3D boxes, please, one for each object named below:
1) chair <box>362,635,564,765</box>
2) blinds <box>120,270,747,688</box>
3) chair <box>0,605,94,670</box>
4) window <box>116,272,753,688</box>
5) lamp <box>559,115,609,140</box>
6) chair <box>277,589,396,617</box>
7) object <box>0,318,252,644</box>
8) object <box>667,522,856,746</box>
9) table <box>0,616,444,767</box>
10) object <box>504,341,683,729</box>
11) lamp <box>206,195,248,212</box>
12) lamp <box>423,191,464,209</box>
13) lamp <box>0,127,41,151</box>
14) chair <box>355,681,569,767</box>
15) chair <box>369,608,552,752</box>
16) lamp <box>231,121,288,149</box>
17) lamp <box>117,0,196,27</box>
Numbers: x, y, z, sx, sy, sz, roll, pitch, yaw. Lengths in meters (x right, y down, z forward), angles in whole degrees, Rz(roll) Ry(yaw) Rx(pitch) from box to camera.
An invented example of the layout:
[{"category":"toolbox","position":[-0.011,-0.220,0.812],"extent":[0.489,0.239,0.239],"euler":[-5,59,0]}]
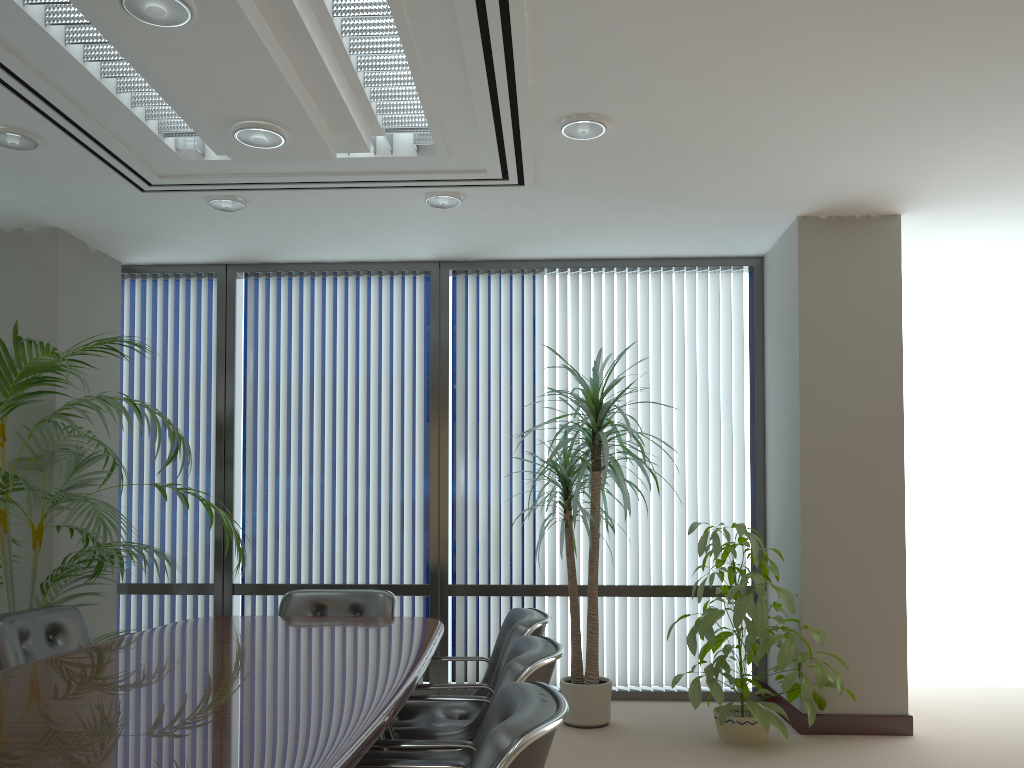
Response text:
[{"category":"chair","position":[-1.086,1.312,3.012],"extent":[2.526,0.854,0.764],"euler":[0,-5,2]},{"category":"blinds","position":[-0.844,0.663,6.247],"extent":[4.928,2.897,0.051],"euler":[0,-2,3]},{"category":"chair","position":[-1.841,1.435,3.894],"extent":[0.852,0.854,0.764],"euler":[-1,-5,8]},{"category":"window","position":[-2.237,0.501,5.032],"extent":[7.400,2.895,3.546],"euler":[6,-8,-42]},{"category":"lamp","position":[0.323,-1.153,3.982],"extent":[0.225,0.035,0.226],"euler":[-4,-9,27]},{"category":"chair","position":[-0.970,1.534,4.608],"extent":[0.759,0.854,0.859],"euler":[0,-5,3]},{"category":"object","position":[-2.688,0.729,4.683],"extent":[2.090,2.466,2.179],"euler":[-2,-5,23]},{"category":"object","position":[1.378,1.443,5.020],"extent":[0.980,1.306,0.860],"euler":[2,-4,-27]},{"category":"table","position":[-1.093,1.310,2.614],"extent":[1.506,0.744,4.104],"euler":[0,-8,3]},{"category":"object","position":[0.488,0.920,5.379],"extent":[1.018,2.302,1.036],"euler":[1,-3,-22]},{"category":"lamp","position":[-1.610,-1.014,4.978],"extent":[0.225,0.035,0.227],"euler":[-2,-8,13]},{"category":"lamp","position":[-0.381,-1.022,4.922],"extent":[0.225,0.035,0.227],"euler":[1,-8,-8]},{"category":"lamp","position":[-2.321,-1.136,4.103],"extent":[0.225,0.035,0.226],"euler":[-4,-9,27]},{"category":"chair","position":[-0.289,1.188,2.126],"extent":[0.852,0.854,0.764],"euler":[0,-5,3]},{"category":"chair","position":[-0.253,1.421,3.798],"extent":[0.852,0.854,0.740],"euler":[0,-4,-2]},{"category":"lamp","position":[-1.036,-1.015,3.622],"extent":[0.225,0.035,0.226],"euler":[-4,-9,27]},{"category":"lamp","position":[-1.080,-1.147,2.678],"extent":[0.225,0.035,0.226],"euler":[-4,-9,27]}]
